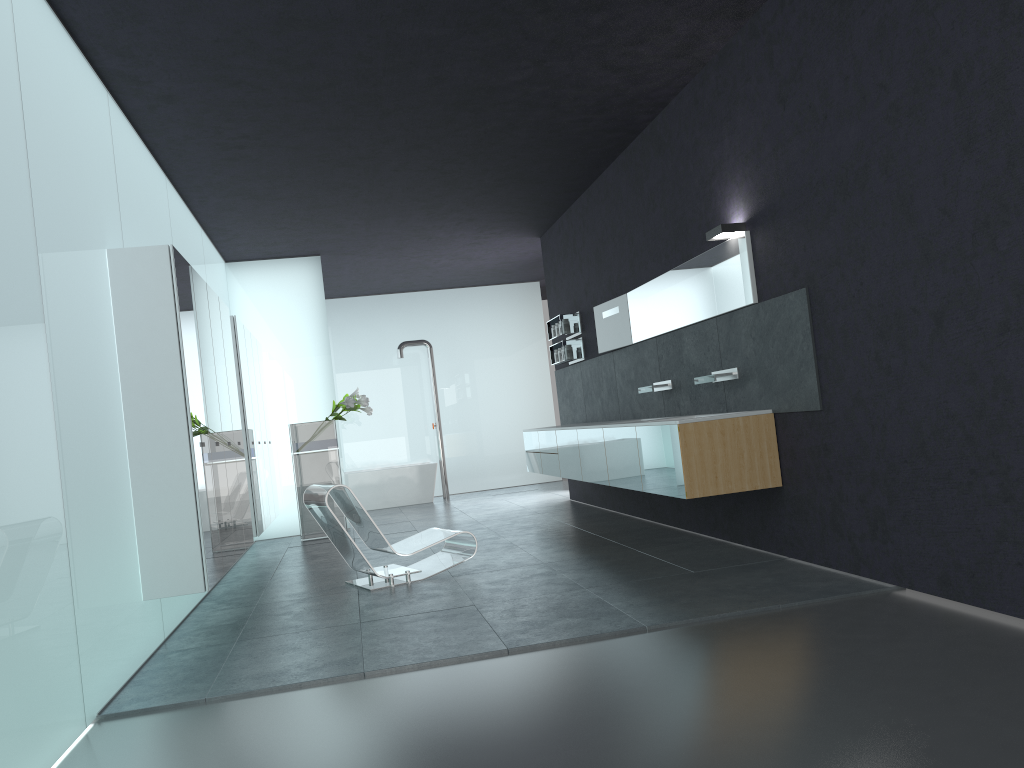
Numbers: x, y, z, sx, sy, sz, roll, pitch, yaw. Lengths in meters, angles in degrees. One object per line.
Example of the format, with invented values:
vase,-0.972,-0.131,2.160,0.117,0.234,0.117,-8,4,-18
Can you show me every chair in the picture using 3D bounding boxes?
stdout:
chair,-1.015,1.208,7.454,1.260,0.870,0.630,-5,-2,-29

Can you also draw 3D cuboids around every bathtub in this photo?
bathtub,-2.286,1.696,15.302,1.976,0.858,0.961,-6,-2,-11

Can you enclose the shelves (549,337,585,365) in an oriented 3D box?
shelves,0.709,-0.410,11.483,0.265,0.285,0.770,-6,-2,-11

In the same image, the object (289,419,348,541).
object,-2.520,1.241,11.570,0.584,1.490,0.575,-6,-1,-11

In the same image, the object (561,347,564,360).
object,0.686,-0.390,11.353,0.096,0.184,0.068,-6,-1,-12

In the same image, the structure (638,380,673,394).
structure,1.356,0.028,8.465,0.186,0.088,0.482,-6,-2,-11

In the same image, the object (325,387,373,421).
object,-2.309,0.439,11.489,1.023,0.779,0.975,-6,-2,-19

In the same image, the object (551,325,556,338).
object,0.575,-0.690,11.756,0.096,0.184,0.068,-6,-1,-19

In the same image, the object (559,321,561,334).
object,0.649,-0.715,11.360,0.096,0.184,0.068,-6,-1,-12

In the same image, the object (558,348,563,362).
object,0.652,-0.378,11.538,0.096,0.184,0.068,-6,-1,-2

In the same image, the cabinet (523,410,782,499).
cabinet,1.041,0.670,9.050,0.734,0.556,5.588,-6,-2,-11

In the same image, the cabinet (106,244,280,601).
cabinet,-2.779,0.418,8.528,0.398,2.214,6.010,-6,-2,-11

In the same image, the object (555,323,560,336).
object,0.615,-0.703,11.545,0.096,0.184,0.068,-6,-1,-2

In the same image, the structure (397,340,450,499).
structure,-1.554,0.661,15.480,0.642,2.870,0.123,-6,-1,-11

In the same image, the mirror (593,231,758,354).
mirror,1.393,-0.736,8.281,0.109,0.532,3.726,-6,-2,-12

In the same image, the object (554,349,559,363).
object,0.612,-0.365,11.749,0.096,0.184,0.068,-6,-1,-19

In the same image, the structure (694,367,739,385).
structure,1.616,-0.060,7.072,0.186,0.088,0.482,-6,-2,-11

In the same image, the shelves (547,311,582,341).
shelves,0.672,-0.735,11.490,0.265,0.285,0.770,-6,-2,-11

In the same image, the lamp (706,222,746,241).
lamp,1.598,-1.138,6.630,0.198,0.066,0.277,-6,-2,-11
